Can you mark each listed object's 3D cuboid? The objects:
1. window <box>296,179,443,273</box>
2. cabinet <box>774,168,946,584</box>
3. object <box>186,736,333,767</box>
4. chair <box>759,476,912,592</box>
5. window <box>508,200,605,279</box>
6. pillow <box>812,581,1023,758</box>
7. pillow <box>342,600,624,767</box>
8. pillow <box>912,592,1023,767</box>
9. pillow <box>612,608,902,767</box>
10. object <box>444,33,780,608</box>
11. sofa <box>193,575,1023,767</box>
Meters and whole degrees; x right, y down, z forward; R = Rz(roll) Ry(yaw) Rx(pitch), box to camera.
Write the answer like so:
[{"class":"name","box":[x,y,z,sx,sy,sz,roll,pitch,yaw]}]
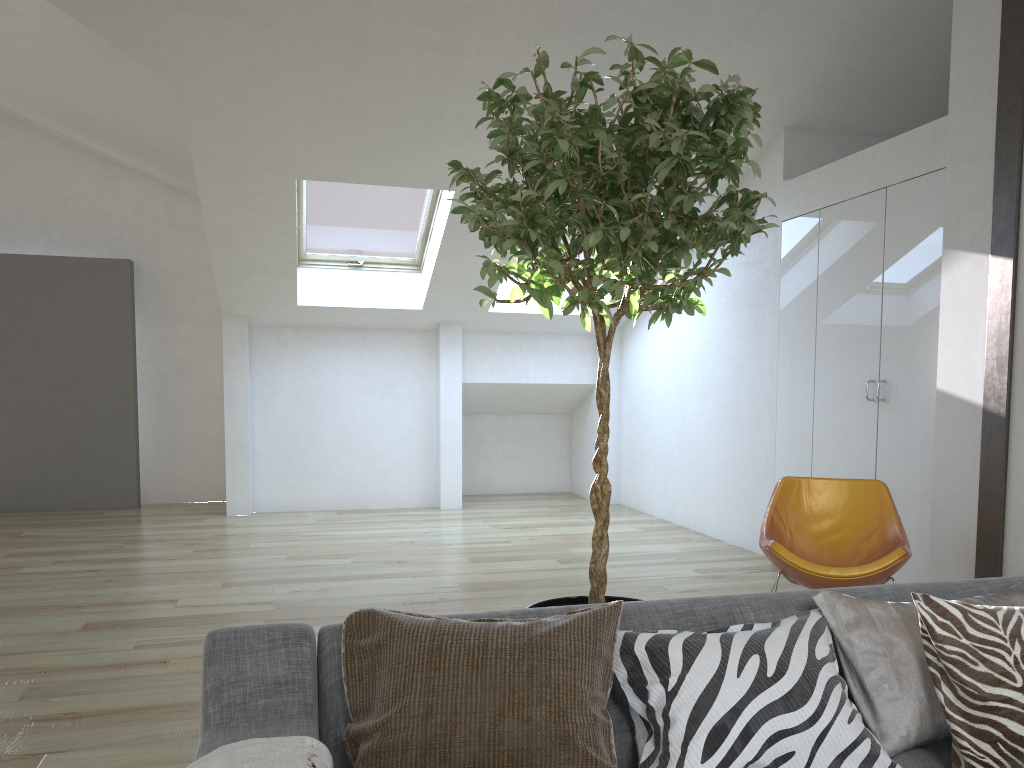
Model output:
[{"class":"window","box":[-1.139,-1.277,6.935,1.548,0.733,1.800,0,1,-15]},{"class":"cabinet","box":[1.984,0.062,5.109,0.127,2.255,1.699,-1,3,-14]},{"class":"object","box":[-0.400,0.786,1.279,0.375,0.421,0.456,0,2,-12]},{"class":"chair","box":[1.494,0.821,4.135,0.664,0.727,0.705,1,3,15]},{"class":"window","box":[0.458,-1.261,7.419,1.548,0.733,1.800,0,1,-15]},{"class":"pillow","box":[1.009,0.629,1.988,0.675,0.320,0.248,0,3,-16]},{"class":"pillow","box":[-0.062,0.610,1.662,0.603,0.340,0.294,0,3,-7]},{"class":"pillow","box":[1.116,0.605,1.845,0.585,0.342,0.266,0,3,-12]},{"class":"pillow","box":[0.466,0.647,1.780,0.589,0.285,0.339,0,2,-16]},{"class":"object","box":[0.240,0.149,2.293,0.838,2.032,0.771,-3,5,-37]},{"class":"sofa","box":[0.728,0.825,1.742,2.590,0.687,0.969,0,1,-16]}]
